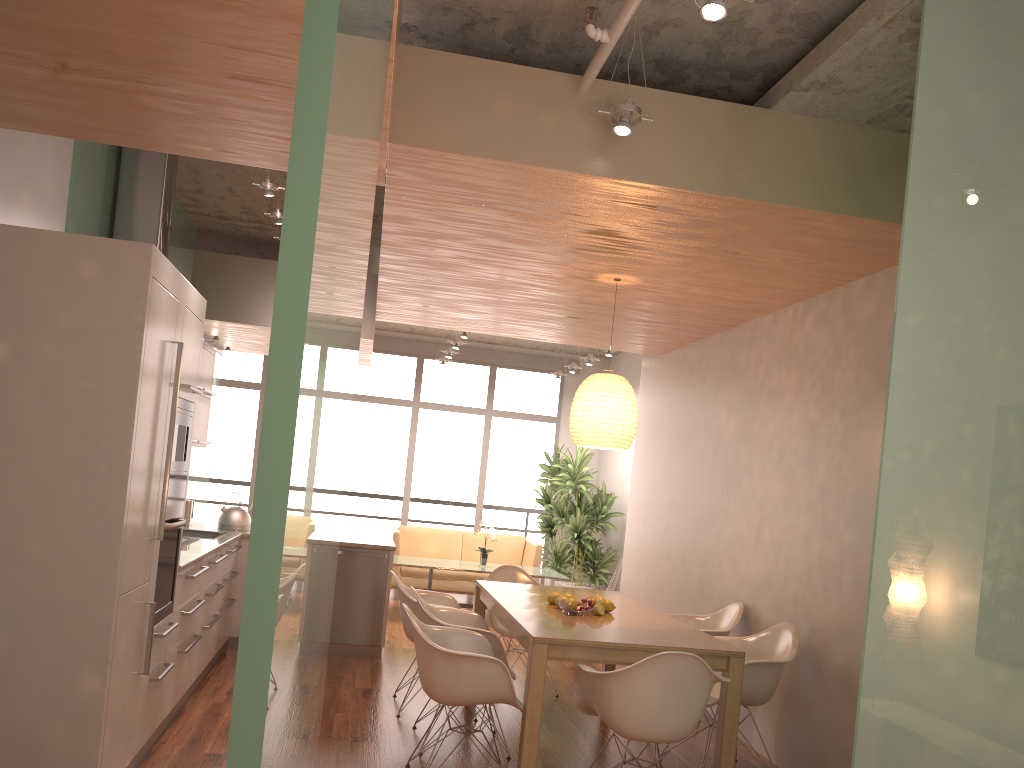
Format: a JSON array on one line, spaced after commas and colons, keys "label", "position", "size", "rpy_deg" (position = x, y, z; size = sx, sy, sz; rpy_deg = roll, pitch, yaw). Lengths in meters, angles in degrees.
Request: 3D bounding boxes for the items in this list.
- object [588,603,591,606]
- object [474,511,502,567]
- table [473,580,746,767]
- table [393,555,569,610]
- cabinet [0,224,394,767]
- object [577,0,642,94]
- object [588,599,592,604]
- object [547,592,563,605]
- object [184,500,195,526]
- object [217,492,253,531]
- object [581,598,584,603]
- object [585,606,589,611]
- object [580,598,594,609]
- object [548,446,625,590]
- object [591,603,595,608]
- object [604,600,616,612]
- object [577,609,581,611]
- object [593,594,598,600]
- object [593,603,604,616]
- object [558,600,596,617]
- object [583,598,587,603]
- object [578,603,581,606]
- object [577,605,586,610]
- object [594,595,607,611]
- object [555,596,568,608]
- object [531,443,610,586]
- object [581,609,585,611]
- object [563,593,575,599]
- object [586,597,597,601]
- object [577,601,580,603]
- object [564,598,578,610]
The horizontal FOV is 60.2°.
[{"label": "object", "position": [0.435, 1.244, 5.000], "size": [0.024, 0.026, 0.026], "rpy_deg": [8, -4, -28]}, {"label": "object", "position": [-0.277, 1.687, 9.563], "size": [0.298, 0.588, 0.371], "rpy_deg": [6, -2, -15]}, {"label": "table", "position": [0.387, 1.705, 5.099], "size": [1.026, 0.806, 2.083], "rpy_deg": [6, -6, -9]}, {"label": "table", "position": [-0.422, 2.252, 9.569], "size": [1.871, 0.558, 0.944], "rpy_deg": [7, -5, -9]}, {"label": "cabinet", "position": [-1.621, 0.816, 5.530], "size": [1.915, 2.267, 4.264], "rpy_deg": [6, -5, -9]}, {"label": "object", "position": [0.624, -1.466, 1.418], "size": [0.135, 0.111, 4.503], "rpy_deg": [6, -6, -9]}, {"label": "object", "position": [0.442, 1.231, 4.988], "size": [0.024, 0.026, 0.026], "rpy_deg": [8, -4, -28]}, {"label": "object", "position": [0.248, 1.257, 5.177], "size": [0.078, 0.077, 0.080], "rpy_deg": [7, -4, -23]}, {"label": "object", "position": [-2.680, 1.024, 7.079], "size": [0.237, 0.201, 0.154], "rpy_deg": [6, -3, -9]}, {"label": "object", "position": [-2.234, 1.027, 7.143], "size": [0.262, 0.304, 0.263], "rpy_deg": [5, -3, 7]}, {"label": "object", "position": [0.408, 1.236, 5.040], "size": [0.025, 0.026, 0.026], "rpy_deg": [9, -5, -42]}, {"label": "object", "position": [0.414, 1.240, 4.869], "size": [0.026, 0.026, 0.023], "rpy_deg": [6, -3, 3]}, {"label": "object", "position": [0.442, 1.265, 5.057], "size": [0.078, 0.074, 0.084], "rpy_deg": [2, -5, 44]}, {"label": "object", "position": [0.909, 1.790, 11.141], "size": [0.966, 2.100, 1.084], "rpy_deg": [6, -2, 4]}, {"label": "object", "position": [0.457, 1.251, 4.985], "size": [0.026, 0.026, 0.024], "rpy_deg": [6, -3, -10]}, {"label": "object", "position": [0.546, 1.274, 5.066], "size": [0.081, 0.072, 0.083], "rpy_deg": [7, -4, -20]}, {"label": "object", "position": [0.367, 1.248, 4.850], "size": [0.026, 0.025, 0.026], "rpy_deg": [5, -4, 15]}, {"label": "object", "position": [0.495, 1.267, 5.104], "size": [0.072, 0.100, 0.074], "rpy_deg": [4, -3, 26]}, {"label": "object", "position": [0.480, 1.252, 4.908], "size": [0.063, 0.068, 0.074], "rpy_deg": [4, -4, 28]}, {"label": "object", "position": [0.352, 1.238, 4.858], "size": [0.174, 0.060, 0.175], "rpy_deg": [7, -6, -9]}, {"label": "object", "position": [0.415, 1.231, 5.013], "size": [0.026, 0.026, 0.024], "rpy_deg": [4, -4, 23]}, {"label": "object", "position": [0.394, 1.297, 5.185], "size": [0.026, 0.023, 0.026], "rpy_deg": [6, -4, -5]}, {"label": "object", "position": [0.382, 1.247, 4.894], "size": [0.076, 0.043, 0.093], "rpy_deg": [2, -7, 37]}, {"label": "object", "position": [0.501, 1.249, 5.012], "size": [0.074, 0.093, 0.075], "rpy_deg": [6, -3, -1]}, {"label": "object", "position": [0.290, 1.244, 5.027], "size": [0.081, 0.072, 0.083], "rpy_deg": [7, -4, -20]}, {"label": "object", "position": [0.782, 1.852, 11.807], "size": [1.080, 2.100, 0.969], "rpy_deg": [5, -2, 9]}, {"label": "object", "position": [0.387, 1.249, 4.839], "size": [0.025, 0.026, 0.026], "rpy_deg": [4, -4, 20]}, {"label": "object", "position": [0.332, 1.264, 5.175], "size": [0.078, 0.077, 0.080], "rpy_deg": [8, -4, -34]}, {"label": "object", "position": [0.450, 1.227, 5.039], "size": [0.064, 0.022, 0.070], "rpy_deg": [1, -8, 41]}, {"label": "object", "position": [0.395, 1.304, 5.250], "size": [0.026, 0.023, 0.026], "rpy_deg": [7, -4, -16]}, {"label": "object", "position": [0.325, 1.211, 4.847], "size": [0.083, 0.071, 0.080], "rpy_deg": [8, -5, -32]}]
